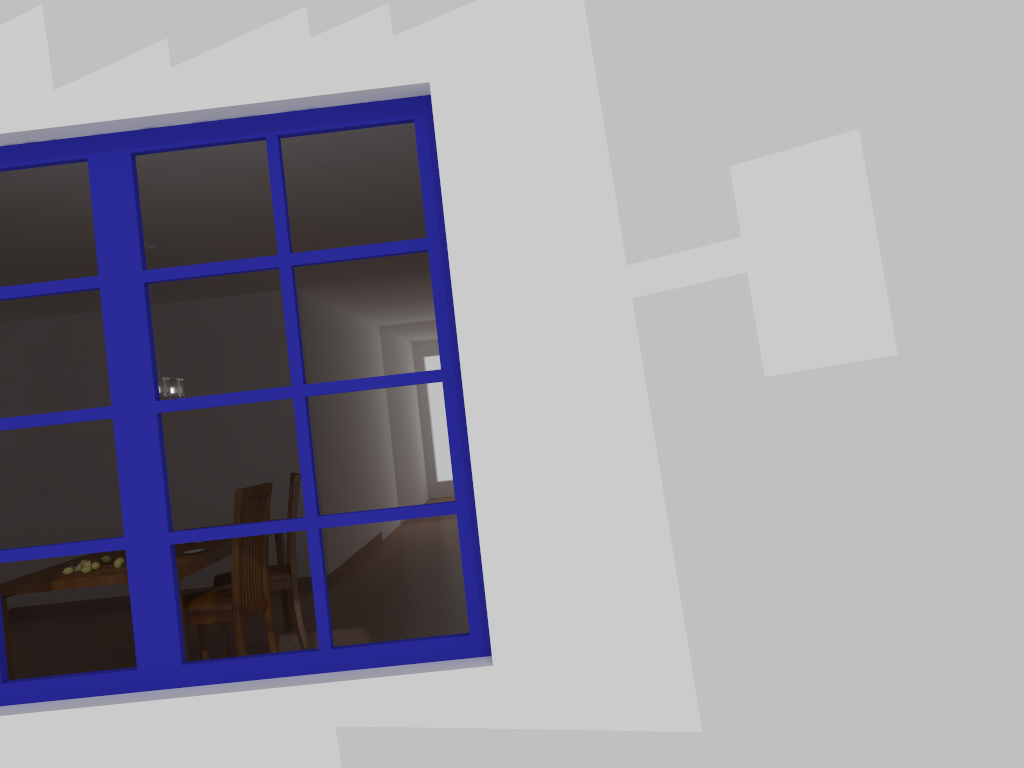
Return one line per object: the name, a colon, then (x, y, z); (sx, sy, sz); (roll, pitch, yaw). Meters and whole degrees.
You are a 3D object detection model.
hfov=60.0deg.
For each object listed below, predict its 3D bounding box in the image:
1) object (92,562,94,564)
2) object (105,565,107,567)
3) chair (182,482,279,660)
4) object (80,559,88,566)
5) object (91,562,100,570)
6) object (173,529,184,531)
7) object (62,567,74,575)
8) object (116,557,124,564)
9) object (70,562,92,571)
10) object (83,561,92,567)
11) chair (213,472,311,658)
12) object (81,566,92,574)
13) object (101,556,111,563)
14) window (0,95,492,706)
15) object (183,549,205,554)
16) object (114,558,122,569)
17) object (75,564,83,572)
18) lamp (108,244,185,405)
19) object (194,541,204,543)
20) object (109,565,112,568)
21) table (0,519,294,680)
object: (-2.108, 0.901, 4.464); (0.012, 0.014, 0.014); (-7, -1, 23)
object: (-2.051, 0.920, 4.481); (0.012, 0.014, 0.014); (-6, -1, -10)
chair: (-1.539, 1.087, 4.684); (0.574, 1.063, 0.444); (-7, -1, 12)
object: (-2.184, 0.915, 4.527); (0.042, 0.038, 0.043); (-6, -1, -22)
object: (-2.087, 0.912, 4.444); (0.041, 0.039, 0.044); (-5, -2, -35)
object: (-2.096, 0.924, 5.394); (0.176, 0.062, 0.195); (-6, -1, -13)
object: (-2.180, 0.919, 4.357); (0.043, 0.038, 0.043); (-6, -1, -9)
object: (-1.991, 0.902, 4.502); (0.042, 0.041, 0.041); (-6, -1, -24)
object: (-2.179, 0.926, 4.510); (0.091, 0.032, 0.092); (-6, -1, 2)
object: (-2.116, 0.906, 4.418); (0.039, 0.049, 0.039); (-7, -1, 9)
chair: (-1.518, 1.101, 5.381); (0.574, 1.063, 0.444); (-6, -1, -18)
object: (-2.079, 0.908, 4.334); (0.043, 0.038, 0.043); (-6, -1, -9)
object: (-2.130, 0.921, 4.657); (0.042, 0.041, 0.041); (-6, -1, -13)
window: (-0.966, 0.066, 2.281); (1.699, 1.430, 0.035); (-6, -1, 2)
object: (-1.685, 0.889, 4.702); (0.108, 0.008, 0.108); (-5, -2, -34)
object: (-1.962, 0.894, 4.414); (0.039, 0.053, 0.038); (-7, -2, 36)
object: (-2.167, 0.921, 4.439); (0.039, 0.036, 0.033); (-7, -2, 39)
lamp: (-2.139, -0.354, 5.114); (0.304, 0.919, 0.304); (-6, -1, 2)
object: (-1.814, 0.878, 5.134); (0.096, 0.079, 0.096); (-6, -1, -3)
object: (-2.015, 0.916, 4.454); (0.014, 0.012, 0.014); (-6, -1, 6)
table: (-1.983, 1.308, 5.097); (0.900, 0.740, 1.800); (-6, -1, 2)
